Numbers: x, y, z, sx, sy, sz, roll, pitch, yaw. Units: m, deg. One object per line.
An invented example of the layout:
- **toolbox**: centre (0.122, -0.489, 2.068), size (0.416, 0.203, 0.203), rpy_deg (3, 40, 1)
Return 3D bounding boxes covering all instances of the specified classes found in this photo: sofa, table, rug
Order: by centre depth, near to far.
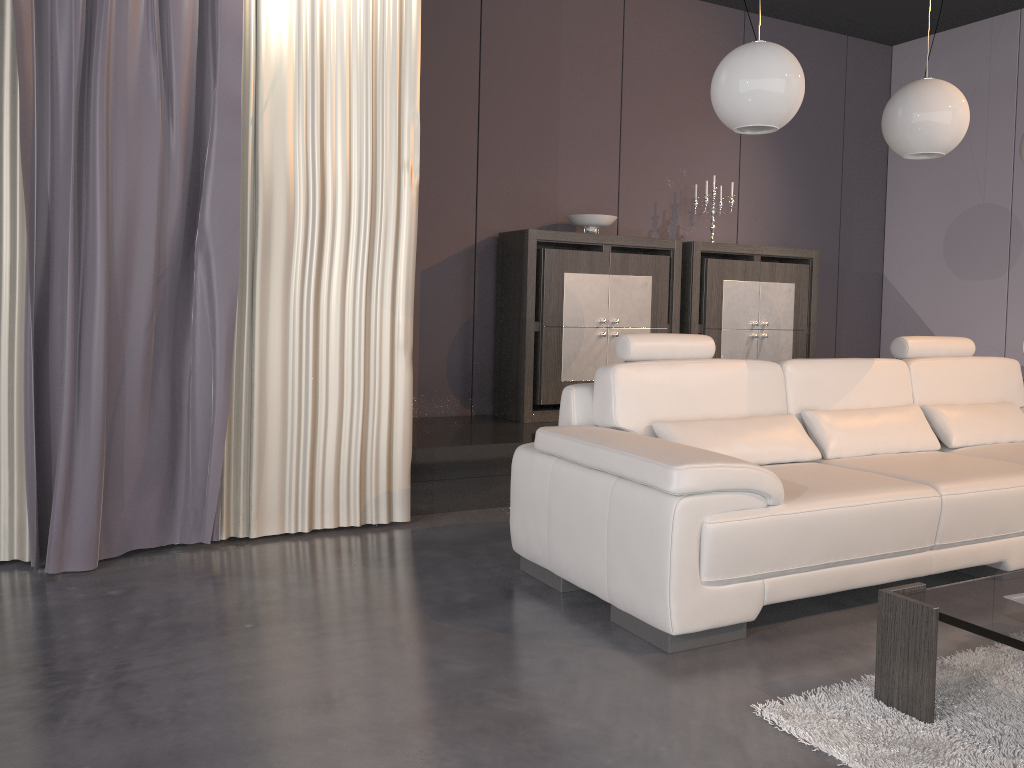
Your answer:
- **table**: centre (1.449, 0.656, 2.060), size (0.905, 0.270, 0.702), rpy_deg (-1, 5, -28)
- **rug**: centre (1.429, 0.793, 2.066), size (1.526, 0.023, 0.919), rpy_deg (-1, 6, -28)
- **sofa**: centre (1.678, 0.291, 3.064), size (2.862, 0.857, 1.873), rpy_deg (-1, 5, -28)

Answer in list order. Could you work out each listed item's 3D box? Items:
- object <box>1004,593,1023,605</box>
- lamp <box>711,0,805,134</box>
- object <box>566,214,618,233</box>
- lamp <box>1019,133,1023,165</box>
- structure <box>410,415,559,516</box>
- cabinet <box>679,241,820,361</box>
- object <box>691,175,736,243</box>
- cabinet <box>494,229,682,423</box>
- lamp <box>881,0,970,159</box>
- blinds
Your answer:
- **object**: centre (1.354, 0.466, 1.997), size (0.304, 0.136, 0.305), rpy_deg (-1, 5, -24)
- **lamp**: centre (0.841, -1.562, 2.962), size (0.307, 1.412, 0.307), rpy_deg (3, 3, 29)
- **object**: centre (0.474, -0.938, 5.290), size (0.309, 0.116, 0.309), rpy_deg (2, 5, 5)
- **lamp**: centre (2.376, -1.595, 3.793), size (0.307, 1.412, 0.307), rpy_deg (0, 3, -25)
- **structure**: centre (-1.350, 0.409, 4.036), size (8.771, 0.300, 1.003), rpy_deg (-1, 5, -28)
- **cabinet**: centre (1.501, -0.364, 5.836), size (1.072, 1.073, 0.412), rpy_deg (0, 3, -28)
- **object**: centre (1.294, -1.118, 5.700), size (0.229, 0.445, 0.230), rpy_deg (1, 3, -11)
- **cabinet**: centre (0.476, -0.342, 5.283), size (1.072, 1.073, 0.412), rpy_deg (0, 3, -28)
- **lamp**: centre (1.594, -1.578, 3.367), size (0.307, 1.412, 0.307), rpy_deg (0, 3, -25)
- **blinds**: centre (-1.356, -0.864, 3.117), size (3.288, 2.991, 0.249), rpy_deg (-1, 3, -28)
